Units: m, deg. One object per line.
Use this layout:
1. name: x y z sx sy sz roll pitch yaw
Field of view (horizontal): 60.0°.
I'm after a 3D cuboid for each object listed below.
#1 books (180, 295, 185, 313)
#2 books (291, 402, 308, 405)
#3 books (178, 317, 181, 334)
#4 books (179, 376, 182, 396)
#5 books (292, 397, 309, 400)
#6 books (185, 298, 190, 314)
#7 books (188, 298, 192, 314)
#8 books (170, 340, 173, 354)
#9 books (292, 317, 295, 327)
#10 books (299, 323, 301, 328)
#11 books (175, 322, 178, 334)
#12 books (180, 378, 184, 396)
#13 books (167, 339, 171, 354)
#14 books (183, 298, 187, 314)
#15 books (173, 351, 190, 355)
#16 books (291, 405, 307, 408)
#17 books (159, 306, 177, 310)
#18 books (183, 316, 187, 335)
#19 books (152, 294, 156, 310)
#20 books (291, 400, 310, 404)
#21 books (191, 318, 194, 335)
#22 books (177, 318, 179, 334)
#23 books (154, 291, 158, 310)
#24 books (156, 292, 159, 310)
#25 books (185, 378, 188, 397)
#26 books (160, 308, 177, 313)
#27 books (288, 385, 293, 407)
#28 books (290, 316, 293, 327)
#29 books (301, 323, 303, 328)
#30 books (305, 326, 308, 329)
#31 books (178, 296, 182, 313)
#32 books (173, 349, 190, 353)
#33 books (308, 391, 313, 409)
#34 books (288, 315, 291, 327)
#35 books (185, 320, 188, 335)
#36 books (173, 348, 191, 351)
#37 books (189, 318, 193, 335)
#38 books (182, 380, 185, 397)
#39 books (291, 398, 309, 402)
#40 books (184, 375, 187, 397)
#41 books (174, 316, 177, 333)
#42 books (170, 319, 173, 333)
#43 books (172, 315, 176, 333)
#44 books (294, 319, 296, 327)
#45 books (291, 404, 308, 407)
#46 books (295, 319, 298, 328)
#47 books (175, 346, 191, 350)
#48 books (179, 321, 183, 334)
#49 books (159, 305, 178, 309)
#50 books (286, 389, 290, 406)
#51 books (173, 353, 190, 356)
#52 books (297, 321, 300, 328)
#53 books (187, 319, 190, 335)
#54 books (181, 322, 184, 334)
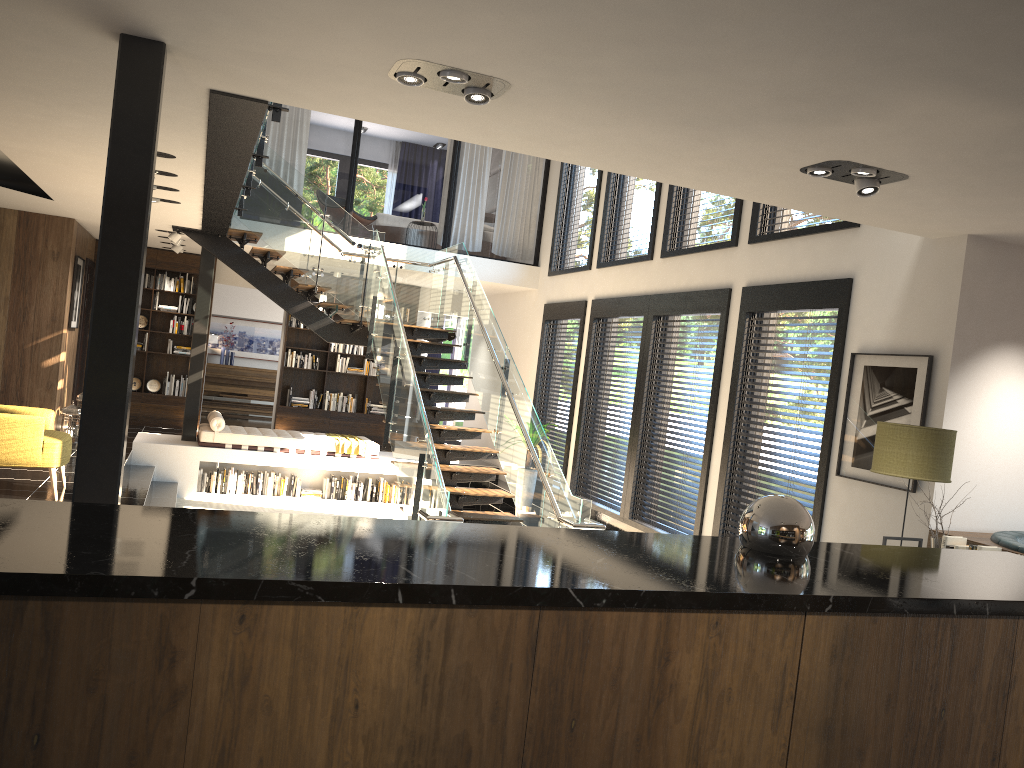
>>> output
1. books: -5.048 -1.226 13.587 0.049 0.286 0.259 6 1 -20
2. books: -3.429 0.312 14.303 0.271 0.025 0.156 6 1 -19
3. books: -5.083 -0.891 13.553 0.021 0.253 0.167 6 2 -20
4. books: -5.092 0.026 13.638 0.012 0.322 0.177 6 2 -20
5. books: -3.416 0.233 14.291 0.257 0.024 0.167 6 1 -20
6. books: -4.989 -1.195 13.631 0.047 0.238 0.225 6 1 -20
7. books: -4.945 -1.197 13.630 0.035 0.251 0.196 6 1 -20
8. books: -5.212 -0.564 13.562 0.036 0.206 0.215 6 1 -20
9. books: -3.490 -1.018 14.160 0.030 0.230 0.103 6 2 -20
10. books: -3.389 -0.990 14.183 0.021 0.196 0.103 6 2 -20
11. books: -5.128 -0.860 13.555 0.028 0.181 0.130 6 2 -20
12. books: -5.076 0.045 13.649 0.029 0.286 0.137 6 2 -20
13. books: -5.250 -0.577 13.578 0.028 0.224 0.161 6 2 -20
14. books: -5.017 -1.197 13.602 0.025 0.235 0.231 6 1 -20
15. books: -5.067 -0.479 13.633 0.272 0.028 0.174 6 1 -24
16. books: -3.436 0.361 14.308 0.247 0.026 0.148 6 1 -21
17. books: -5.254 -1.154 13.552 0.266 0.030 0.209 6 1 -19
18. books: -5.013 -0.898 13.592 0.020 0.281 0.152 6 2 -20
19. books: -5.444 -1.249 13.489 0.028 0.242 0.194 6 1 -20
20. books: -3.421 0.285 14.289 0.287 0.031 0.176 6 1 -22
21. books: -4.907 -0.876 13.621 0.016 0.262 0.155 6 2 -20
22. books: -5.102 -0.893 13.555 0.014 0.253 0.169 6 2 -20
23. books: -5.407 -1.263 13.474 0.027 0.279 0.166 6 2 -20
24. books: -5.388 -1.260 13.486 0.016 0.278 0.209 6 2 -20
25. books: -5.017 0.049 13.667 0.018 0.292 0.191 6 2 -20
26. books: -5.262 -1.123 13.565 0.239 0.033 0.176 6 1 -23
27. books: -3.556 0.190 14.204 0.028 0.340 0.203 6 2 -20
28. books: -3.519 -0.995 14.136 0.037 0.178 0.109 6 2 -20
29. books: -3.362 -1.011 14.196 0.034 0.245 0.127 6 2 -20
30. books: -3.280 -0.966 14.205 0.029 0.173 0.138 6 1 -20
31. books: -5.089 -1.220 13.590 0.023 0.265 0.218 6 1 -20
32. books: -5.066 -0.508 13.640 0.263 0.030 0.159 6 1 -23
33. books: -3.256 0.252 14.330 0.031 0.284 0.176 6 2 -20
34. books: -3.552 -1.016 14.133 0.031 0.212 0.127 6 2 -20
35. books: -4.991 -0.864 13.591 0.027 0.219 0.139 6 2 -20
36. books: -5.066 -0.533 13.645 0.266 0.019 0.157 6 1 -18
37. books: -4.933 -0.887 13.618 0.037 0.277 0.179 6 2 -20
38. books: -5.060 0.065 13.673 0.022 0.250 0.144 6 2 -20
39. books: -3.423 0.257 14.302 0.271 0.025 0.156 6 1 -19
40. books: -5.031 0.027 13.661 0.016 0.332 0.195 6 2 -20
41. books: -5.143 -0.908 13.541 0.019 0.272 0.175 6 2 -20
42. books: -5.203 -0.884 13.549 0.033 0.211 0.132 6 2 -20
43. books: -5.169 -0.915 13.550 0.025 0.280 0.145 6 2 -20
44. books: -3.466 -1.004 14.164 0.021 0.207 0.102 6 2 -20
45. books: -3.428 0.337 14.292 0.258 0.024 0.167 6 1 -19
46. books: -3.440 -1.025 14.172 0.029 0.255 0.128 6 2 -20
47. books: -5.066 -0.558 13.652 0.239 0.031 0.146 6 1 -20
48. books: -5.072 -0.864 13.582 0.026 0.200 0.154 6 1 -20
49. books: -5.254 -1.180 13.559 0.264 0.021 0.189 6 1 -22
50. books: -3.600 0.220 14.238 0.025 0.270 0.156 6 2 -20
51. books: -5.073 -0.455 13.644 0.245 0.021 0.159 6 1 -18
52. books: -3.413 -0.978 14.171 0.030 0.168 0.125 6 2 -20
53. books: -4.972 -0.872 13.622 0.030 0.239 0.146 6 2 -20
54. books: -5.035 -0.857 13.565 0.032 0.195 0.182 6 1 -20
